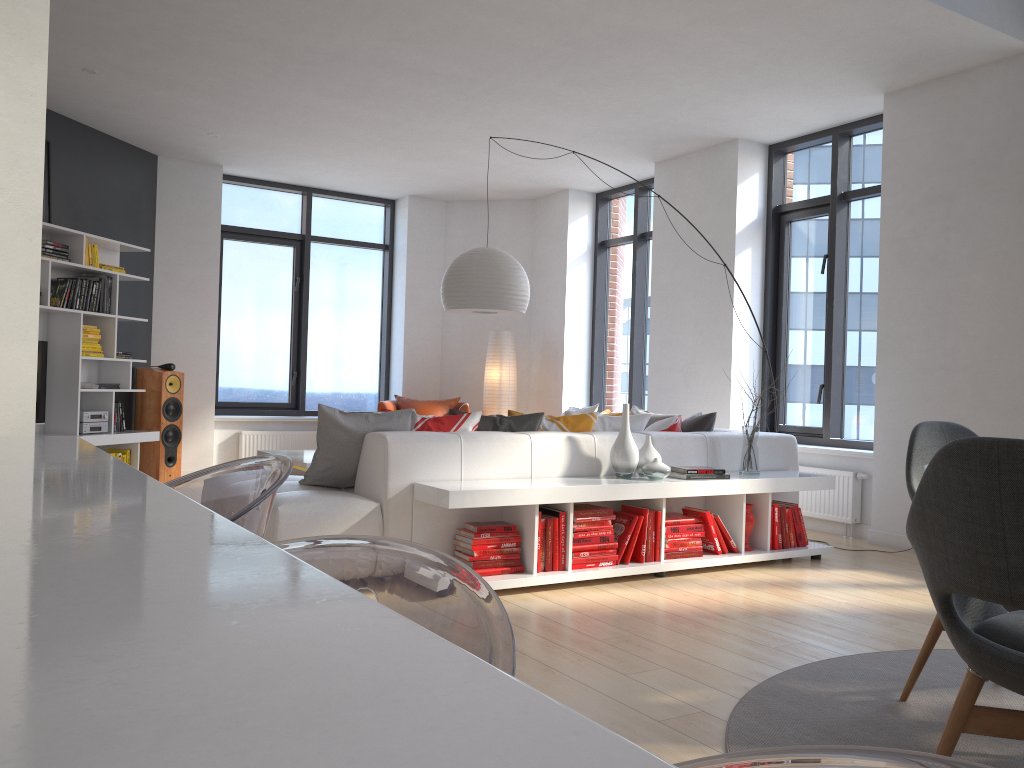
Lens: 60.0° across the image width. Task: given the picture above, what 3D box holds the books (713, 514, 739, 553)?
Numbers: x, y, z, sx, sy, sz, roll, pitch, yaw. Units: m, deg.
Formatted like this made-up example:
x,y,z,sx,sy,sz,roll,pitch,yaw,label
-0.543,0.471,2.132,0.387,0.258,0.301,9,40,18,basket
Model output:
x,y,z,sx,sy,sz,roll,pitch,yaw,label
1.146,0.832,4.983,0.186,0.223,0.188,2,0,-32,books

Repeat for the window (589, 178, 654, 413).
x,y,z,sx,sy,sz,roll,pitch,yaw,label
1.245,-0.758,8.643,0.170,2.402,1.310,2,0,-32,window

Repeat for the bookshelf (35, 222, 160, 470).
x,y,z,sx,sy,sz,roll,pitch,yaw,label
-3.543,-0.148,6.144,0.455,2.052,3.000,2,0,13,bookshelf

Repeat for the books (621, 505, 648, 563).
x,y,z,sx,sy,sz,roll,pitch,yaw,label
0.635,0.785,4.656,0.046,0.282,0.199,2,0,-32,books

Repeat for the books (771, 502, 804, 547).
x,y,z,sx,sy,sz,roll,pitch,yaw,label
1.626,0.834,5.281,0.119,0.249,0.187,2,0,-32,books

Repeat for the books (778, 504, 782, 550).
x,y,z,sx,sy,sz,roll,pitch,yaw,label
1.495,0.824,5.183,0.056,0.262,0.185,2,0,-32,books

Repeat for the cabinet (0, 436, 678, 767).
x,y,z,sx,sy,sz,roll,pitch,yaw,label
-1.380,-0.336,0.301,2.402,2.501,4.694,2,0,-32,cabinet

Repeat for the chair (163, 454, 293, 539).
x,y,z,sx,sy,sz,roll,pitch,yaw,label
-0.557,0.525,1.289,0.434,0.838,0.475,2,0,-34,chair

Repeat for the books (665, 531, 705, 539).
x,y,z,sx,sy,sz,roll,pitch,yaw,label
0.886,0.811,4.837,0.261,0.027,0.191,2,0,-28,books

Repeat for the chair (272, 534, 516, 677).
x,y,z,sx,sy,sz,roll,pitch,yaw,label
-0.242,0.558,0.781,0.475,0.787,0.434,2,0,21,chair

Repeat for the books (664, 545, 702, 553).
x,y,z,sx,sy,sz,roll,pitch,yaw,label
0.871,0.885,4.825,0.266,0.026,0.187,2,0,-26,books

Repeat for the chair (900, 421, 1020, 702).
x,y,z,sx,sy,sz,roll,pitch,yaw,label
1.554,0.573,2.732,0.655,0.891,0.619,2,0,-25,chair

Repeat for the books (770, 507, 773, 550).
x,y,z,sx,sy,sz,roll,pitch,yaw,label
1.440,0.826,5.142,0.026,0.250,0.168,2,0,-32,books

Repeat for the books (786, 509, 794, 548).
x,y,z,sx,sy,sz,roll,pitch,yaw,label
1.577,0.841,5.238,0.081,0.230,0.165,2,0,-32,books

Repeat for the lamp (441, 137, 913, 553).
x,y,z,sx,sy,sz,roll,pitch,yaw,label
1.112,-0.299,5.916,3.199,2.647,0.710,2,0,4,lamp

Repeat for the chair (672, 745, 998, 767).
x,y,z,sx,sy,sz,roll,pitch,yaw,label
0.035,0.564,0.304,0.434,0.787,0.475,2,0,-14,chair

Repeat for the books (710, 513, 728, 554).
x,y,z,sx,sy,sz,roll,pitch,yaw,label
1.099,0.824,4.954,0.148,0.232,0.171,2,0,-30,books

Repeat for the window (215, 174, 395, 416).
x,y,z,sx,sy,sz,roll,pitch,yaw,label
-2.200,-0.863,9.352,1.960,2.402,0.170,2,0,-32,window

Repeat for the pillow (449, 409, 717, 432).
x,y,z,sx,sy,sz,roll,pitch,yaw,label
0.514,0.367,5.398,2.120,0.436,0.608,2,0,-36,pillow

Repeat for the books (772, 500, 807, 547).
x,y,z,sx,sy,sz,roll,pitch,yaw,label
1.652,0.832,5.302,0.116,0.255,0.198,2,0,-32,books

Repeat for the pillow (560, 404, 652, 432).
x,y,z,sx,sy,sz,roll,pitch,yaw,label
0.437,0.367,6.276,0.580,0.456,2.156,2,0,-6,pillow

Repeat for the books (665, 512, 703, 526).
x,y,z,sx,sy,sz,roll,pitch,yaw,label
0.860,0.742,4.868,0.301,0.032,0.227,2,0,-32,books

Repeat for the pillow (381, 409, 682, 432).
x,y,z,sx,sy,sz,roll,pitch,yaw,label
0.241,0.384,5.218,2.250,0.449,0.575,2,0,-35,pillow

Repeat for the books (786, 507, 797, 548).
x,y,z,sx,sy,sz,roll,pitch,yaw,label
1.596,0.841,5.254,0.083,0.233,0.178,2,0,-32,books

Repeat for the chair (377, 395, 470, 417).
x,y,z,sx,sy,sz,roll,pitch,yaw,label
-0.855,0.547,8.843,0.896,0.858,0.843,2,0,0,chair

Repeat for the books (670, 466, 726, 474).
x,y,z,sx,sy,sz,roll,pitch,yaw,label
1.025,0.477,4.898,0.238,0.027,0.188,2,0,-19,books

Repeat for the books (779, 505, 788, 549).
x,y,z,sx,sy,sz,roll,pitch,yaw,label
1.520,0.829,5.209,0.076,0.252,0.199,2,0,-32,books

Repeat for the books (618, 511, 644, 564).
x,y,z,sx,sy,sz,roll,pitch,yaw,label
0.581,0.798,4.622,0.115,0.245,0.192,2,0,-32,books

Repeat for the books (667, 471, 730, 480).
x,y,z,sx,sy,sz,roll,pitch,yaw,label
1.011,0.503,4.919,0.300,0.026,0.245,2,0,-27,books

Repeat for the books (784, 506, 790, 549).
x,y,z,sx,sy,sz,roll,pitch,yaw,label
1.551,0.834,5.215,0.066,0.247,0.175,2,0,-32,books

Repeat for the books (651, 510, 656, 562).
x,y,z,sx,sy,sz,roll,pitch,yaw,label
0.690,0.794,4.698,0.028,0.266,0.188,2,0,-32,books

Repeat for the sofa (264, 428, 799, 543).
x,y,z,sx,sy,sz,roll,pitch,yaw,label
-0.277,0.614,5.864,3.424,0.732,2.614,2,0,-32,sofa

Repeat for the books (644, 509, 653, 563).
x,y,z,sx,sy,sz,roll,pitch,yaw,label
0.659,0.790,4.690,0.038,0.270,0.215,2,0,-32,books

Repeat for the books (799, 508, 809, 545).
x,y,z,sx,sy,sz,roll,pitch,yaw,label
1.679,0.845,5.321,0.103,0.230,0.173,2,0,-32,books

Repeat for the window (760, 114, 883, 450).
x,y,z,sx,sy,sz,roll,pitch,yaw,label
2.462,-0.730,6.690,0.170,2.402,1.310,2,0,-32,window

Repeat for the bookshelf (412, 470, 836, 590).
x,y,z,sx,sy,sz,roll,pitch,yaw,label
0.724,0.756,4.740,2.600,0.500,0.356,2,0,-32,bookshelf

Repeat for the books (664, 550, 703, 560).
x,y,z,sx,sy,sz,roll,pitch,yaw,label
0.874,0.915,4.837,0.259,0.034,0.206,2,0,-29,books

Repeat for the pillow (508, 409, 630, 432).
x,y,z,sx,sy,sz,roll,pitch,yaw,label
0.401,0.383,5.959,0.630,0.440,2.095,2,0,15,pillow

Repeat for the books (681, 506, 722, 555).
x,y,z,sx,sy,sz,roll,pitch,yaw,label
1.055,0.814,4.934,0.134,0.248,0.192,2,0,-32,books

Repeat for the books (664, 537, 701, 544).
x,y,z,sx,sy,sz,roll,pitch,yaw,label
0.880,0.836,4.829,0.236,0.023,0.178,2,0,-32,books

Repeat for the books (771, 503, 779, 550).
x,y,z,sx,sy,sz,roll,pitch,yaw,label
1.467,0.818,5.169,0.050,0.268,0.198,2,0,-32,books

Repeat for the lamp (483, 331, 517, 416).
x,y,z,sx,sy,sz,roll,pitch,yaw,label
0.060,0.234,9.079,0.804,1.550,0.502,2,0,18,lamp

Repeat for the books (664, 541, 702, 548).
x,y,z,sx,sy,sz,roll,pitch,yaw,label
0.877,0.860,4.837,0.257,0.025,0.182,2,0,-32,books

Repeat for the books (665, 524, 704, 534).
x,y,z,sx,sy,sz,roll,pitch,yaw,label
0.877,0.778,4.850,0.279,0.039,0.206,2,0,-33,books

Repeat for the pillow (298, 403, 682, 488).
x,y,z,sx,sy,sz,roll,pitch,yaw,label
-0.016,0.347,5.449,2.953,0.453,0.647,2,0,-44,pillow

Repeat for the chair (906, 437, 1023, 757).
x,y,z,sx,sy,sz,roll,pitch,yaw,label
1.162,0.555,1.822,0.619,0.891,0.655,2,0,-30,chair
